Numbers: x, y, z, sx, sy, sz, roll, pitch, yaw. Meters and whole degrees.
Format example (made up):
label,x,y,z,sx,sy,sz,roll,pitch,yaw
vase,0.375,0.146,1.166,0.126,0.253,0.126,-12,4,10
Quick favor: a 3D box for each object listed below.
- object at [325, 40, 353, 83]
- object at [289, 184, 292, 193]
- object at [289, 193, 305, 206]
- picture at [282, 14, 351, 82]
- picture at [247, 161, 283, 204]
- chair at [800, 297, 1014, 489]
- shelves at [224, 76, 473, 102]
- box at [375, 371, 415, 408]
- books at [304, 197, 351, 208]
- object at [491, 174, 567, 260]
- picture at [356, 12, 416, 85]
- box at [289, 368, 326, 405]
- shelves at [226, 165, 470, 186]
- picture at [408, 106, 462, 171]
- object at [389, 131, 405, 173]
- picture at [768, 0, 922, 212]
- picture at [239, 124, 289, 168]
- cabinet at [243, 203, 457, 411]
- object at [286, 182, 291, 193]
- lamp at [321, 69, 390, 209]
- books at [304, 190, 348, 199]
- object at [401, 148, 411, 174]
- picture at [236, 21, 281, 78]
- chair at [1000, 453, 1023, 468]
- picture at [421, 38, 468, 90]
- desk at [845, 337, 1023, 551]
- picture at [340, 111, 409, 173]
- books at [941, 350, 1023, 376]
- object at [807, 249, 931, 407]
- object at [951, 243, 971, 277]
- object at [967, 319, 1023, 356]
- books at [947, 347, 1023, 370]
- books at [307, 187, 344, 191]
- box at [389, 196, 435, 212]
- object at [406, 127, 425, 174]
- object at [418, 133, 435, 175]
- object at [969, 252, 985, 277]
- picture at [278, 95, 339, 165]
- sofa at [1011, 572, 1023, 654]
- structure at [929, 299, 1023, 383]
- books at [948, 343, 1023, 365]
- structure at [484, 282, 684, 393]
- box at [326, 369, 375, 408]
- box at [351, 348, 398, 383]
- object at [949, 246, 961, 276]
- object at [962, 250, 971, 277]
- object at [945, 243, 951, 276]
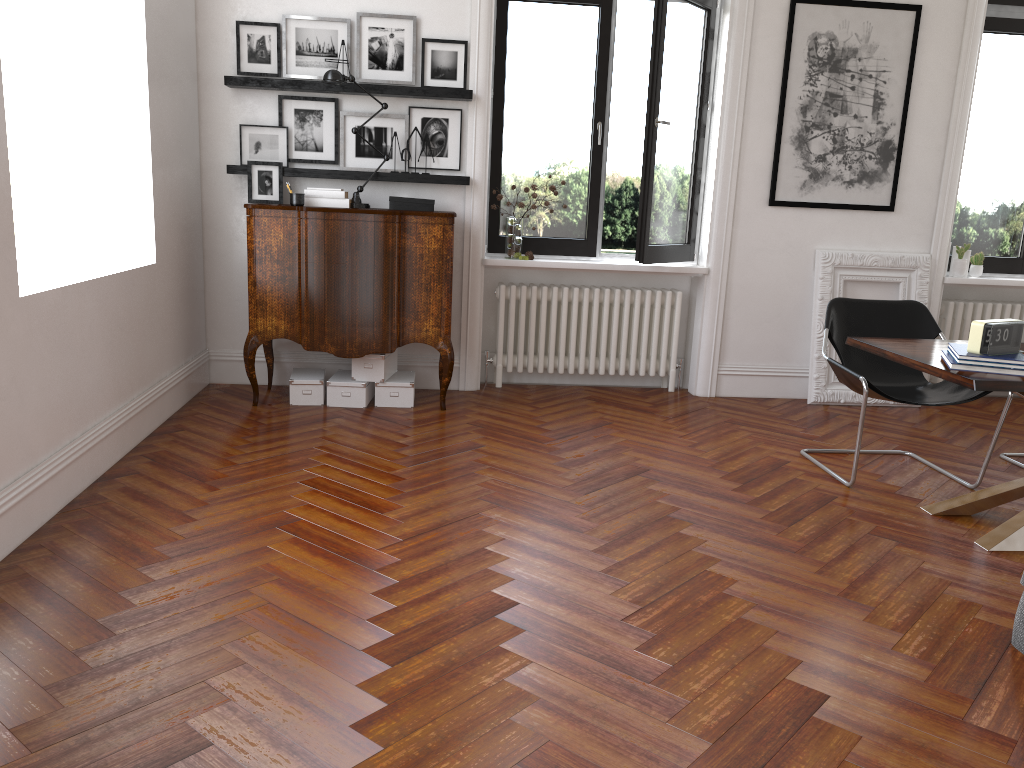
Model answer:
label,x,y,z,sx,sy,sz,roll,pitch,yaw
object,-1.075,-2.001,5.508,0.174,0.261,0.040,1,13,-5
object,-1.296,-1.122,5.235,0.046,0.140,0.010,1,13,-8
object,-1.267,-1.085,5.231,0.091,0.078,0.091,-5,15,-32
picture,-1.219,-2.094,5.533,0.415,0.369,0.020,1,13,-5
picture,-1.541,-1.257,5.540,0.213,0.259,0.020,1,13,-5
chair,1.974,0.039,4.538,0.752,0.877,0.742,1,13,-5
shelves,-1.005,-1.844,5.541,1.515,0.055,0.157,2,12,-5
box,-0.751,0.036,5.721,0.245,0.177,0.392,1,12,-5
books,-1.139,-1.114,5.448,0.294,0.057,0.228,2,12,-5
object,0.147,-1.154,6.059,0.541,0.602,0.316,-6,15,-34
picture,-0.790,-2.103,5.570,0.369,0.411,0.020,1,13,-5
box,-1.303,0.021,5.668,0.209,0.177,0.392,0,12,-10
shelves,-1.029,-1.332,5.660,1.515,0.055,0.155,2,12,-5
picture,-0.498,-1.581,5.721,0.343,0.386,0.020,1,13,-5
object,-0.746,-1.477,5.660,0.124,0.261,0.040,1,13,-5
picture,2.213,-1.844,5.912,0.883,1.330,0.035,1,13,-5
picture,-1.568,-1.505,5.615,0.300,0.254,0.020,1,13,-5
cabinet,-0.992,-0.480,5.560,1.266,1.224,0.637,1,13,-5
object,-1.300,-1.124,5.210,0.050,0.120,0.010,2,13,-3
lamp,-0.950,-1.486,5.448,0.490,0.806,0.174,-8,17,-40
books,-1.136,-1.165,5.442,0.239,0.044,0.253,2,12,-5
object,-0.678,-1.421,5.652,0.066,0.161,0.040,1,13,-5
picture,-1.573,-2.078,5.505,0.267,0.316,0.020,1,13,-5
chair,3.145,0.070,4.650,0.752,0.877,0.742,1,13,-5
picture,-0.430,-2.021,5.621,0.289,0.305,0.020,1,13,-5
desk,2.696,0.279,3.842,2.226,0.755,1.025,2,12,-5
picture,-0.884,-1.548,5.692,0.434,0.367,0.020,1,13,-5
books,1.848,-0.083,3.482,0.264,0.027,0.346,7,13,19
object,2.497,-0.380,6.186,0.830,1.067,0.232,1,13,-5
object,3.180,-0.880,6.289,0.102,0.245,0.098,-4,14,-27
object,1.884,-0.181,3.422,0.275,0.126,0.081,-5,15,-31
books,1.858,-0.102,3.466,0.250,0.017,0.343,7,13,19
books,-1.137,-1.189,5.414,0.200,0.014,0.178,2,12,-5
box,-0.627,-1.130,5.574,0.282,0.087,0.207,2,12,-5
object,-0.618,-1.494,5.677,0.118,0.300,0.040,1,13,-5
object,-0.552,-1.480,5.714,0.110,0.263,0.040,1,13,-5
object,3.373,-0.870,6.422,0.097,0.186,0.098,7,13,17
picture,-1.293,-1.614,5.639,0.373,0.408,0.020,1,13,-5
sofa,2.970,0.626,2.288,2.645,0.833,1.256,2,12,-5
structure,3.789,-0.224,6.678,1.453,0.782,0.224,1,13,-5
books,1.858,-0.118,3.462,0.250,0.017,0.343,7,13,19
structure,0.533,-0.310,6.366,1.453,0.782,0.224,1,13,-5
box,-1.024,0.035,5.665,0.245,0.177,0.392,3,12,-1
box,-0.874,-0.139,5.668,0.209,0.177,0.392,4,12,4
object,3.186,-0.883,6.377,0.051,0.214,0.051,10,15,28
object,3.253,-0.864,6.363,0.051,0.189,0.051,10,15,28
object,3.119,-0.901,6.387,0.051,0.239,0.051,10,15,28
